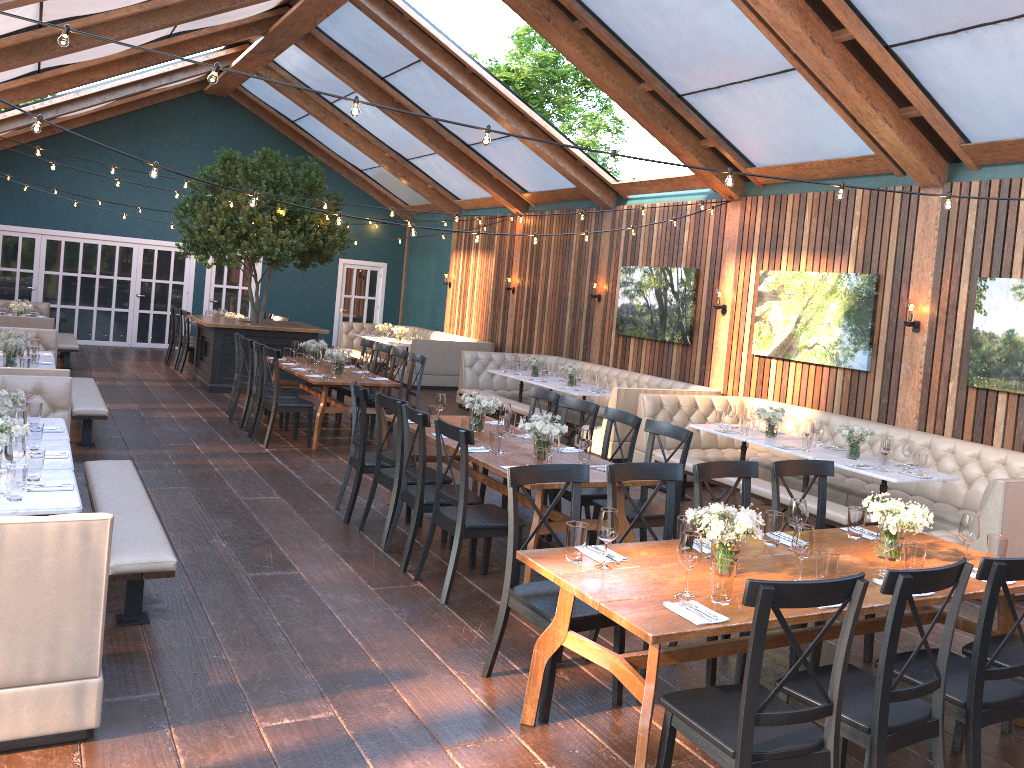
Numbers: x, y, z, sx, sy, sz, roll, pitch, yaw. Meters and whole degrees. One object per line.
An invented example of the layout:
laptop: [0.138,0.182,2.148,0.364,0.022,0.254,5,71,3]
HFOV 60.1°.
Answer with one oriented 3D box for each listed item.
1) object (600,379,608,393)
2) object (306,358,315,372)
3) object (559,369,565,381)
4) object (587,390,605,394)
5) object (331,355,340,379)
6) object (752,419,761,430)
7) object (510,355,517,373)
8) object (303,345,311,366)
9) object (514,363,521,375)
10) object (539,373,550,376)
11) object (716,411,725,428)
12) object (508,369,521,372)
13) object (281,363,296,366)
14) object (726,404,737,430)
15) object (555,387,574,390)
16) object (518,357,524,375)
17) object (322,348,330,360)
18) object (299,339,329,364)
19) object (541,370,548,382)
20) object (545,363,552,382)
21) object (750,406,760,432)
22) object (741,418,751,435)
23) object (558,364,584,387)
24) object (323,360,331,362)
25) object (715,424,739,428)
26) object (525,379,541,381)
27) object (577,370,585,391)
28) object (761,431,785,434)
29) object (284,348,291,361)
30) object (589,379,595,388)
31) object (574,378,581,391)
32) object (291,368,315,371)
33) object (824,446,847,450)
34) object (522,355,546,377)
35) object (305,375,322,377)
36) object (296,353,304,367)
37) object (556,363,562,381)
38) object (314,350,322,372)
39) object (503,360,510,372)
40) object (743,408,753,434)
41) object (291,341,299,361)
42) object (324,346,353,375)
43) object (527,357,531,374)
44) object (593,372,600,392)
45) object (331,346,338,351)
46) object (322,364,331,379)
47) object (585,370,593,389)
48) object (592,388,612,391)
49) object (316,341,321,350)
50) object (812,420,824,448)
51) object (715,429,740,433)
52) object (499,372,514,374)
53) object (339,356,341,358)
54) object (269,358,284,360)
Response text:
object: [1.152,0.026,11.103,0.092,0.158,0.092,6,3,8]
object: [-2.258,-0.212,9.889,0.092,0.158,0.092,5,3,-2]
object: [0.679,-0.125,12.132,0.091,0.158,0.092,2,4,-42]
object: [1.030,0.097,10.986,0.157,0.019,0.256,2,7,-28]
object: [-1.902,-0.184,9.516,0.092,0.244,0.093,4,3,-26]
object: [2.450,0.379,8.868,0.091,0.158,0.092,2,4,-42]
object: [0.018,-0.289,12.710,0.092,0.244,0.092,6,3,19]
object: [-2.429,-0.332,10.470,0.092,0.244,0.093,4,3,-31]
object: [0.071,-0.208,12.394,0.091,0.158,0.092,2,4,-42]
object: [0.411,-0.142,12.721,0.254,0.019,0.158,2,7,-28]
object: [2.066,0.353,8.790,0.091,0.158,0.092,2,4,-42]
object: [0.025,-0.193,12.879,0.157,0.019,0.256,2,7,-28]
object: [-2.601,-0.237,10.495,0.254,0.019,0.158,2,7,-28]
object: [2.168,0.324,8.743,0.092,0.244,0.092,6,3,19]
object: [0.687,0.051,11.134,0.254,0.019,0.158,2,7,-28]
object: [0.121,-0.257,12.492,0.092,0.244,0.092,6,3,19]
object: [-2.401,-0.385,11.408,0.092,0.158,0.092,5,3,-2]
object: [-2.429,-0.408,10.883,0.335,0.308,0.331,2,5,-33]
object: [0.431,-0.103,11.712,0.091,0.158,0.092,2,4,-42]
object: [0.481,-0.152,11.810,0.092,0.244,0.092,6,3,19]
object: [2.407,0.343,8.767,0.092,0.244,0.092,6,3,19]
object: [2.222,0.405,8.427,0.091,0.158,0.092,2,4,-42]
object: [0.777,-0.129,11.531,0.336,0.308,0.331,4,4,-12]
object: [-2.305,-0.293,11.275,0.254,0.019,0.158,2,7,-28]
object: [2.175,0.420,8.912,0.157,0.019,0.256,2,7,-28]
object: [0.306,-0.057,11.831,0.254,0.019,0.158,2,7,-28]
object: [0.862,-0.044,11.113,0.092,0.244,0.093,4,3,-26]
object: [2.562,0.471,8.754,0.254,0.019,0.158,2,7,-28]
object: [-2.763,-0.362,10.874,0.091,0.158,0.092,4,3,-12]
object: [1.035,-0.024,11.474,0.091,0.158,0.092,2,4,-42]
object: [0.812,0.005,11.015,0.091,0.158,0.092,2,4,-42]
object: [-2.368,-0.168,10.041,0.254,0.019,0.158,2,7,-28]
object: [2.942,0.580,8.052,0.254,0.019,0.158,2,7,-28]
object: [0.321,-0.259,12.372,0.335,0.308,0.331,4,4,-17]
object: [-2.094,-0.089,9.529,0.254,0.019,0.158,2,7,-28]
object: [-2.482,-0.282,10.357,0.091,0.158,0.092,4,3,-22]
object: [0.637,-0.162,12.031,0.092,0.244,0.092,6,3,19]
object: [-2.204,-0.264,10.023,0.092,0.244,0.093,4,3,-26]
object: [-0.085,-0.260,12.757,0.091,0.158,0.092,2,4,-42]
object: [2.272,0.356,8.525,0.092,0.244,0.092,6,3,19]
object: [-2.703,-0.412,10.995,0.092,0.244,0.092,6,3,19]
object: [-1.957,-0.267,9.949,0.329,0.308,0.337,6,4,8]
object: [0.257,-0.270,12.734,0.092,0.244,0.092,6,3,19]
object: [1.058,-0.030,11.147,0.092,0.244,0.092,6,3,19]
object: [-2.171,-0.340,10.778,0.092,0.244,0.093,4,3,-31]
object: [-1.969,-0.133,9.383,0.092,0.158,0.092,6,3,8]
object: [0.993,-0.060,11.373,0.092,0.244,0.092,6,3,19]
object: [1.147,0.068,11.361,0.254,0.019,0.158,2,7,-28]
object: [-2.487,-0.423,11.287,0.092,0.244,0.092,8,4,42]
object: [2.787,0.452,8.064,0.092,0.244,0.092,6,3,14]
object: [2.097,0.451,8.546,0.254,0.019,0.158,2,7,-28]
object: [-0.054,-0.162,12.513,0.254,0.019,0.158,2,7,-28]
object: [-2.147,-0.310,10.878,0.092,0.158,0.092,5,3,-2]
object: [-2.904,-0.319,11.016,0.254,0.019,0.158,2,7,-28]
